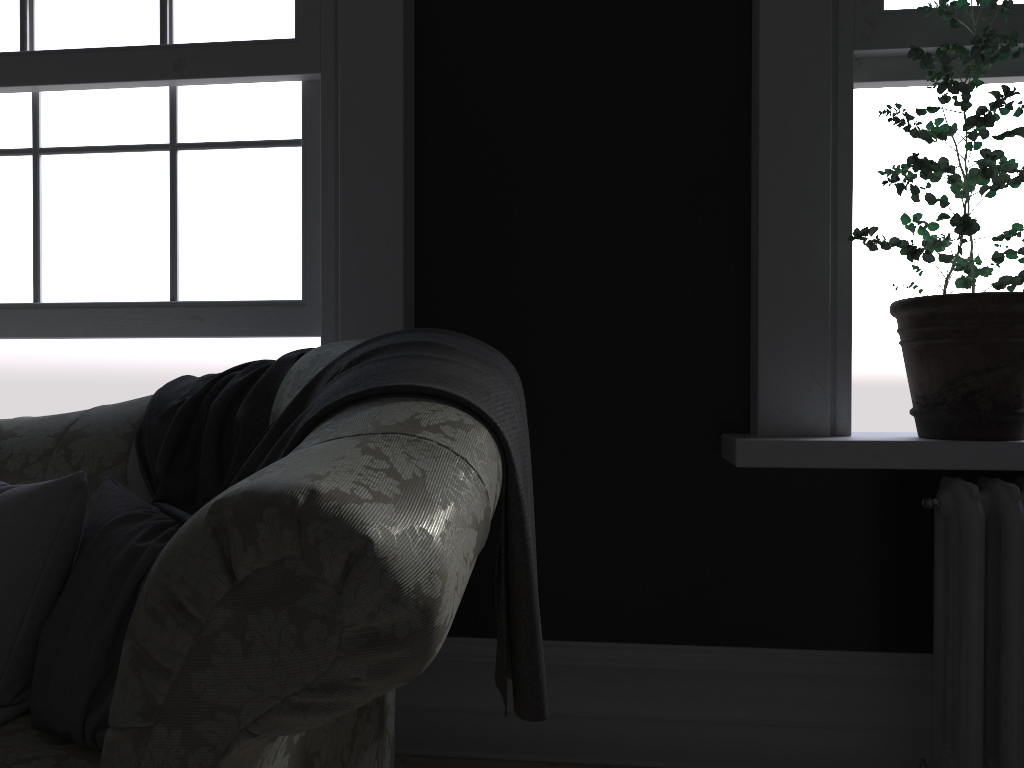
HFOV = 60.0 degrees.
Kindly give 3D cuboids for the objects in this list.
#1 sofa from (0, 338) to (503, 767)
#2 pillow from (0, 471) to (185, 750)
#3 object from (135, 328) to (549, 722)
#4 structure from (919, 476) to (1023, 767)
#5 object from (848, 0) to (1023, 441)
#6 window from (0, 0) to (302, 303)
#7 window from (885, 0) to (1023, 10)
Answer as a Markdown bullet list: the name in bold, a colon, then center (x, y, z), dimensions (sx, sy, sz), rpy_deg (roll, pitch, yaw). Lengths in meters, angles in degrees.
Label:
- **sofa**: center (-1.351, 0.484, 1.731), dimensions (2.813, 1.161, 1.606), rpy_deg (0, 0, 8)
- **pillow**: center (-0.842, 0.375, 1.620), dimensions (0.964, 0.461, 0.405), rpy_deg (0, 0, 14)
- **object**: center (-0.383, 0.198, 1.713), dimensions (0.517, 0.585, 1.367), rpy_deg (0, 0, -34)
- **structure**: center (1.538, 0.646, 2.049), dimensions (1.141, 0.849, 0.276), rpy_deg (0, 1, 7)
- **object**: center (1.113, -0.433, 2.151), dimensions (0.505, 1.134, 0.474), rpy_deg (0, 1, -43)
- **window**: center (-1.196, -1.047, 2.569), dimensions (1.263, 1.672, 0.056), rpy_deg (0, 1, 7)
- **window**: center (1.558, -1.373, 2.234), dimensions (1.263, 1.017, 0.056), rpy_deg (0, 1, 7)
